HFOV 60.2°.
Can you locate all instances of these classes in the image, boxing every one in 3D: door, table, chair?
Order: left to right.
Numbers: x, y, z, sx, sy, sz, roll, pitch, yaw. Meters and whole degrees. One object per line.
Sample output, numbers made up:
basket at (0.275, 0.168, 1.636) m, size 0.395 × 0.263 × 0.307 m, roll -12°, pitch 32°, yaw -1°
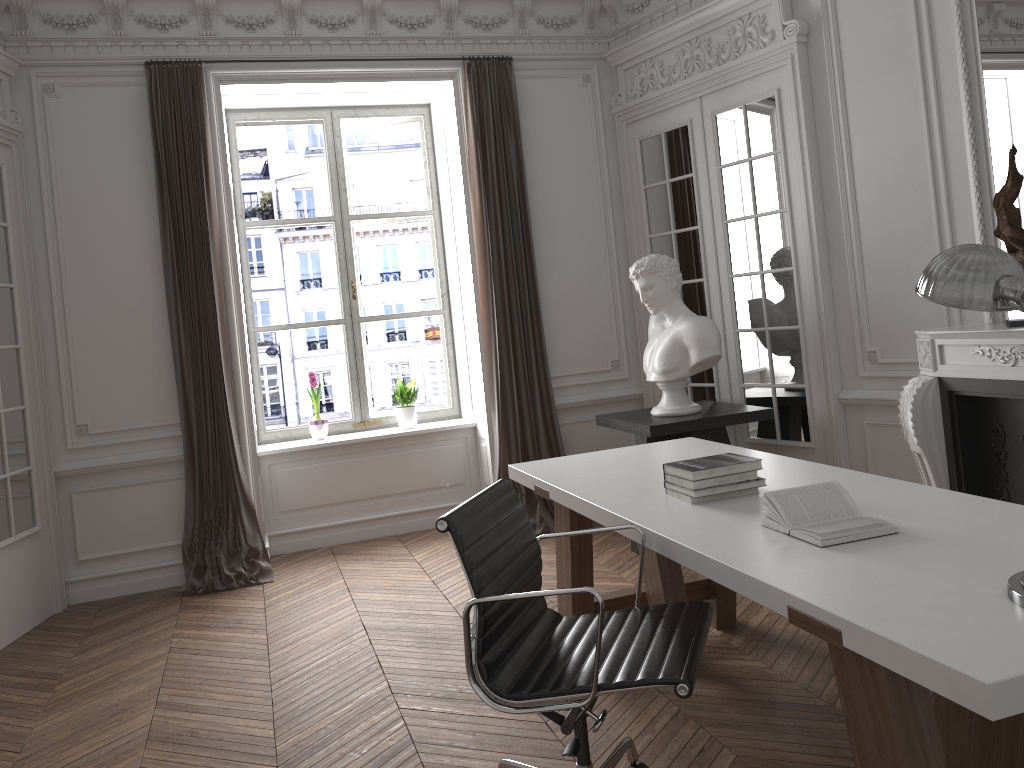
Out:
door at (-2.692, -0.014, 4.255) m, size 0.086 × 2.737 × 1.565 m, roll -6°, pitch 1°, yaw -1°
chair at (0.207, 0.740, 2.281) m, size 0.667 × 0.924 × 0.695 m, roll -6°, pitch 1°, yaw 9°
table at (1.015, 0.534, 5.110) m, size 0.769 × 0.750 × 0.767 m, roll -6°, pitch 2°, yaw -17°
door at (1.303, -0.511, 5.478) m, size 0.086 × 2.737 × 1.559 m, roll -6°, pitch 0°, yaw -32°
table at (0.825, 0.729, 2.748) m, size 0.902 × 0.748 × 2.621 m, roll -6°, pitch 4°, yaw -16°

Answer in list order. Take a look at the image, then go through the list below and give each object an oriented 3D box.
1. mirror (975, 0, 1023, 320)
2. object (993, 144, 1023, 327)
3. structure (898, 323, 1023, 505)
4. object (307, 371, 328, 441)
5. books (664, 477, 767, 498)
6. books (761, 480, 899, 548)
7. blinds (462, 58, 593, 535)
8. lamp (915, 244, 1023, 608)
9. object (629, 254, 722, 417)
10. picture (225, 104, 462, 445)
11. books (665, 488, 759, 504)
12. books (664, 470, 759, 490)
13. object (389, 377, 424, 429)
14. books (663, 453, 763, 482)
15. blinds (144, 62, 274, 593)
mirror at (2.303, -1.112, 3.431) m, size 0.001 × 1.814 × 1.120 m, roll -6°, pitch 1°, yaw -17°
object at (2.089, -0.617, 3.662) m, size 0.164 × 0.754 × 0.143 m, roll -6°, pitch 0°, yaw 26°
structure at (2.134, 0.376, 3.325) m, size 0.811 × 1.184 × 1.604 m, roll -6°, pitch 3°, yaw -17°
object at (-1.338, 0.145, 6.057) m, size 0.129 × 0.476 × 0.129 m, roll -6°, pitch 0°, yaw 34°
books at (0.660, 0.325, 2.885) m, size 0.259 × 0.023 × 0.212 m, roll -7°, pitch 4°, yaw -17°
books at (0.824, 0.334, 2.330) m, size 0.227 × 0.095 × 0.279 m, roll -7°, pitch 4°, yaw -15°
blinds at (0.009, -0.602, 5.722) m, size 0.780 × 3.103 × 0.341 m, roll -6°, pitch 0°, yaw -23°
lamp at (1.030, 0.056, 1.754) m, size 0.269 × 0.699 × 0.487 m, roll -6°, pitch 1°, yaw -17°
object at (0.907, -0.290, 5.054) m, size 0.393 × 0.924 × 0.633 m, roll -6°, pitch 1°, yaw -17°
picture at (-0.035, -1.007, 2.783) m, size 13.247 × 4.805 × 13.214 m, roll -7°, pitch 4°, yaw -24°
books at (0.652, 0.348, 2.890) m, size 0.242 × 0.023 × 0.191 m, roll -7°, pitch 4°, yaw -15°
books at (0.648, 0.300, 2.885) m, size 0.240 × 0.028 × 0.190 m, roll -7°, pitch 4°, yaw -19°
object at (-0.739, 0.126, 6.198) m, size 0.216 × 0.369 × 0.283 m, roll -6°, pitch 1°, yaw -38°
books at (0.654, 0.269, 2.887) m, size 0.259 × 0.032 × 0.191 m, roll -7°, pitch 4°, yaw -19°
blinds at (-1.843, -0.374, 5.193) m, size 0.581 × 3.104 × 0.309 m, roll -6°, pitch 0°, yaw -12°
